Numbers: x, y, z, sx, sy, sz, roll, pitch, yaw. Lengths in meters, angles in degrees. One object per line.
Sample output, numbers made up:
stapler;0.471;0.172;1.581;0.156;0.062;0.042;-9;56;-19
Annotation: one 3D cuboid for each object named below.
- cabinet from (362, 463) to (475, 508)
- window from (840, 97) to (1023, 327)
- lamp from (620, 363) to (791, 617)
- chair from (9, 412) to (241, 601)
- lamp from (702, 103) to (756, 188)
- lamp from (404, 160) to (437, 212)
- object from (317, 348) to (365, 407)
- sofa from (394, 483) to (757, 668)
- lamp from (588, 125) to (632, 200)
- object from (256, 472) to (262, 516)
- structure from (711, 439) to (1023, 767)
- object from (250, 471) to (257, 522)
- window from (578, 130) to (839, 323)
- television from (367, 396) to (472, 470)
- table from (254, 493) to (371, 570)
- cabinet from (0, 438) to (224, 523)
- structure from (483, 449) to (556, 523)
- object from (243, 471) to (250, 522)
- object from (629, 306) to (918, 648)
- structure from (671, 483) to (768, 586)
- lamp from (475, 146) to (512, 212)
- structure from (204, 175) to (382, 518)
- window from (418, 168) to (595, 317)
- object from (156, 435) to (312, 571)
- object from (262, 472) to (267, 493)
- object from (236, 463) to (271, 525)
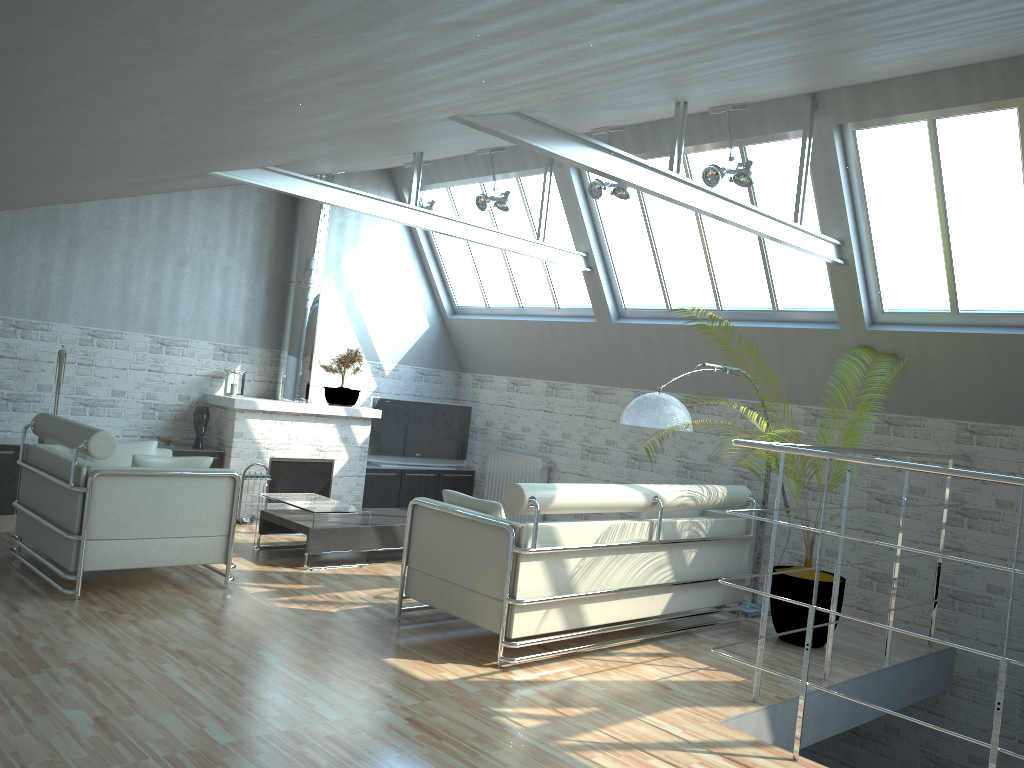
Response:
cabinet;-2.396;2.386;20.237;3.234;1.016;0.908;7;0;-44
window;6.794;-2.224;11.571;1.897;2.787;4.651;7;0;-44
lamp;3.330;1.620;13.435;4.621;3.709;1.015;7;0;-37
chair;-5.183;1.534;11.944;2.201;2.001;2.507;7;0;-44
lamp;3.090;-3.430;12.701;0.619;1.172;0.808;7;0;-40
lamp;-1.891;-3.953;17.964;0.619;1.172;0.808;7;0;-40
object;-3.576;-0.181;18.415;1.115;1.265;0.572;7;0;-40
sofa;1.067;2.229;11.998;4.866;1.999;2.199;7;0;-44
lamp;1.562;-3.591;14.316;0.618;1.172;0.808;7;0;-40
object;-4.740;2.064;16.600;0.025;0.855;0.025;6;0;-21
structure;6.123;2.379;9.020;6.483;2.781;5.366;7;0;-44
object;-4.775;2.098;16.492;0.145;0.932;0.065;6;0;28
window;3.311;-2.590;15.251;1.897;2.787;4.651;7;0;-44
television;-2.147;1.140;20.259;2.577;1.514;0.592;7;0;-34
table;-3.205;2.315;14.164;1.015;0.867;1.726;7;0;-44
cabinet;-7.424;1.673;15.389;4.572;1.270;0.914;7;0;-44
structure;0.108;2.324;19.713;0.508;1.524;1.892;7;0;-44
object;-4.874;2.079;16.390;0.131;0.916;0.146;7;0;-43
object;3.446;1.294;12.408;3.777;4.386;5.015;6;0;22
structure;3.630;2.693;15.992;0.508;1.524;1.892;7;0;-44
lamp;-0.376;-3.794;16.363;0.619;1.172;0.808;7;0;-40
structure;-4.220;-0.927;17.957;3.302;7.180;1.309;7;0;-44
window;-0.173;-2.955;18.931;1.897;2.787;4.651;7;0;-44
object;-4.416;1.357;15.088;1.528;2.558;4.859;7;0;-45
object;-4.659;2.082;16.678;0.026;0.873;0.155;7;0;-42
object;-4.829;2.039;16.630;0.584;1.124;0.412;7;0;-44
